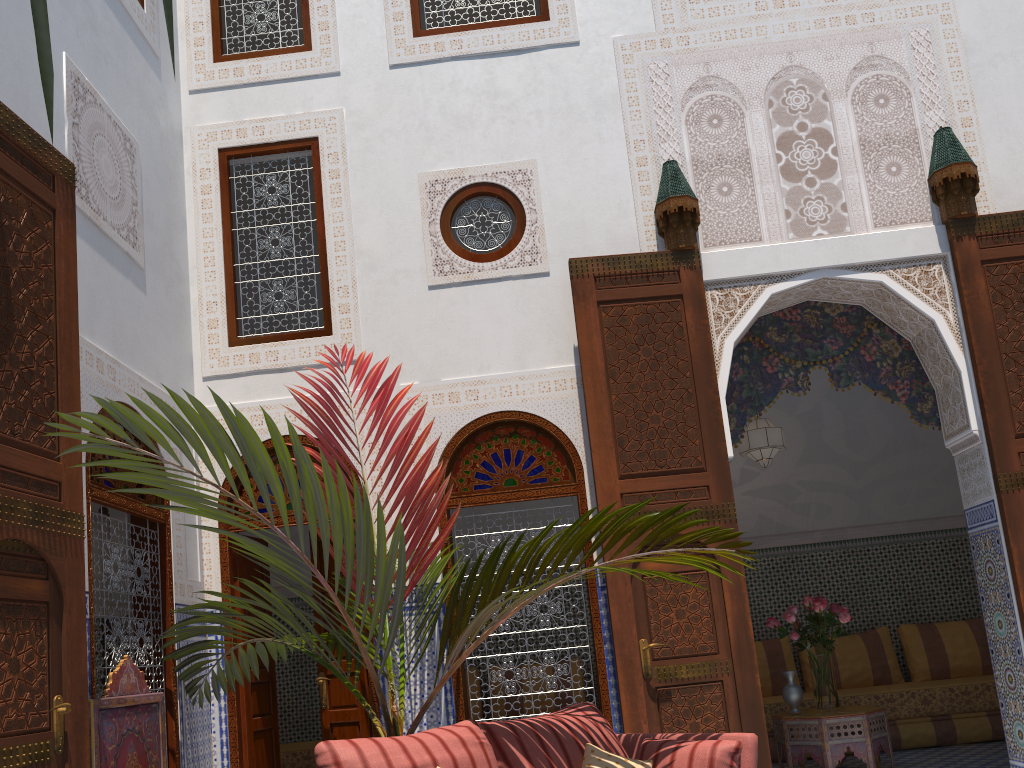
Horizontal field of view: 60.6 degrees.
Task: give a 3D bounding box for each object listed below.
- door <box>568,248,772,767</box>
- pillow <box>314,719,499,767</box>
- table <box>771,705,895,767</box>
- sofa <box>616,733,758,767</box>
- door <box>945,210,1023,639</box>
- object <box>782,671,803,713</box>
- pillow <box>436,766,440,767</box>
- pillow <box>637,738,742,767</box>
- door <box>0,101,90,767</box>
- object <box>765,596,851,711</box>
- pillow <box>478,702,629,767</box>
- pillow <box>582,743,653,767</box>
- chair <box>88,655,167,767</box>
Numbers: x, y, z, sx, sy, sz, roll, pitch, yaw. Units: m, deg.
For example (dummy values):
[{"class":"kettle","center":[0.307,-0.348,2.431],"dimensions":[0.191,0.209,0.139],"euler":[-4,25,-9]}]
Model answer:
[{"class":"door","center":[0.661,0.641,3.647],"dimensions":[0.582,2.453,0.127],"euler":[-5,-9,-3]},{"class":"pillow","center":[-0.264,1.157,2.434],"dimensions":[0.586,0.381,0.298],"euler":[8,-18,-42]},{"class":"table","center":[1.660,1.861,4.545],"dimensions":[0.537,0.315,0.555],"euler":[-6,-15,1]},{"class":"sofa","center":[0.058,1.348,2.474],"dimensions":[1.372,0.527,0.750],"euler":[9,-21,-42]},{"class":"door","center":[2.298,0.464,3.612],"dimensions":[0.583,2.453,0.126],"euler":[-6,-9,2]},{"class":"object","center":[1.464,1.608,4.573],"dimensions":[0.106,0.208,0.109],"euler":[-7,-11,7]},{"class":"pillow","center":[-0.124,1.103,2.220],"dimensions":[0.133,0.266,0.313],"euler":[-6,-14,2]},{"class":"pillow","center":[0.536,1.219,2.700],"dimensions":[0.188,0.236,0.406],"euler":[5,-18,-41]},{"class":"door","center":[-1.326,0.424,2.312],"dimensions":[0.124,2.453,0.597],"euler":[-7,-10,6]},{"class":"object","center":[1.585,1.407,4.585],"dimensions":[0.453,0.581,0.340],"euler":[-12,-13,27]},{"class":"pillow","center":[0.147,1.234,2.818],"dimensions":[0.565,0.365,0.328],"euler":[8,-19,-42]},{"class":"pillow","center":[0.304,1.212,2.661],"dimensions":[0.266,0.230,0.150],"euler":[-7,-12,3]},{"class":"chair","center":[-0.978,1.376,2.768],"dimensions":[0.504,1.053,0.498],"euler":[-6,-11,2]}]
